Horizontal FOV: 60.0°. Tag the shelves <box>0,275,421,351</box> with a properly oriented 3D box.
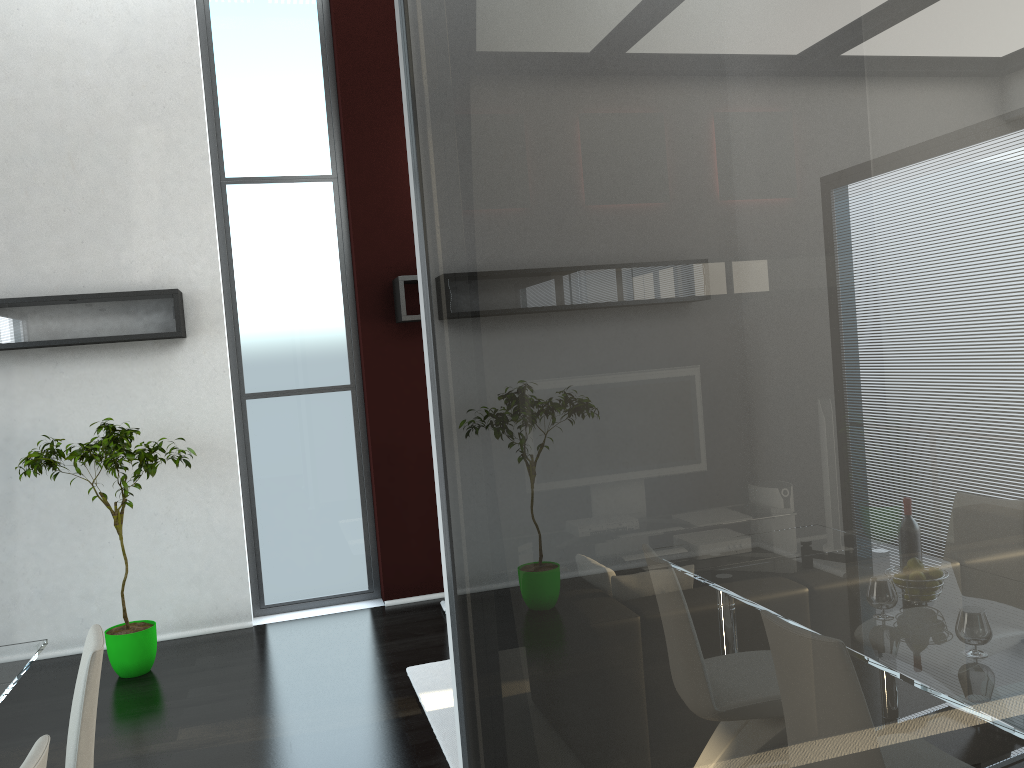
[{"bbox_3d":[-0.693,-0.586,6.129,6.988,0.301,0.305,-5,2,-15],"label":"shelves"}]

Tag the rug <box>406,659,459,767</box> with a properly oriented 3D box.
[{"bbox_3d":[1.423,1.441,4.547,3.695,0.009,1.875,-5,2,-15],"label":"rug"}]

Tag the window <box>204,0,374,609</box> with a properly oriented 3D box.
[{"bbox_3d":[-1.571,-0.641,6.278,0.800,4.400,0.025,-5,2,-15],"label":"window"}]

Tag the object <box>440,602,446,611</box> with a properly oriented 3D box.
[{"bbox_3d":[-0.447,0.940,6.042,0.228,1.141,0.215,-6,3,-30],"label":"object"}]

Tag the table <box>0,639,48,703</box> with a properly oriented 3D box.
[{"bbox_3d":[-1.898,1.436,2.089,0.940,0.731,2.720,-5,2,-15],"label":"table"}]

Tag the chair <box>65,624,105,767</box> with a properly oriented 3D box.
[{"bbox_3d":[-1.480,1.270,2.592,0.612,0.959,0.471,-6,2,-25],"label":"chair"}]

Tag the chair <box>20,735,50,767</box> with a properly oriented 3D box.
[{"bbox_3d":[-1.243,1.282,1.782,0.612,0.959,0.471,-5,2,-10],"label":"chair"}]

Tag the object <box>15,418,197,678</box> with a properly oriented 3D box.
[{"bbox_3d":[-2.372,0.961,5.309,0.994,1.515,0.646,-6,2,-23],"label":"object"}]
